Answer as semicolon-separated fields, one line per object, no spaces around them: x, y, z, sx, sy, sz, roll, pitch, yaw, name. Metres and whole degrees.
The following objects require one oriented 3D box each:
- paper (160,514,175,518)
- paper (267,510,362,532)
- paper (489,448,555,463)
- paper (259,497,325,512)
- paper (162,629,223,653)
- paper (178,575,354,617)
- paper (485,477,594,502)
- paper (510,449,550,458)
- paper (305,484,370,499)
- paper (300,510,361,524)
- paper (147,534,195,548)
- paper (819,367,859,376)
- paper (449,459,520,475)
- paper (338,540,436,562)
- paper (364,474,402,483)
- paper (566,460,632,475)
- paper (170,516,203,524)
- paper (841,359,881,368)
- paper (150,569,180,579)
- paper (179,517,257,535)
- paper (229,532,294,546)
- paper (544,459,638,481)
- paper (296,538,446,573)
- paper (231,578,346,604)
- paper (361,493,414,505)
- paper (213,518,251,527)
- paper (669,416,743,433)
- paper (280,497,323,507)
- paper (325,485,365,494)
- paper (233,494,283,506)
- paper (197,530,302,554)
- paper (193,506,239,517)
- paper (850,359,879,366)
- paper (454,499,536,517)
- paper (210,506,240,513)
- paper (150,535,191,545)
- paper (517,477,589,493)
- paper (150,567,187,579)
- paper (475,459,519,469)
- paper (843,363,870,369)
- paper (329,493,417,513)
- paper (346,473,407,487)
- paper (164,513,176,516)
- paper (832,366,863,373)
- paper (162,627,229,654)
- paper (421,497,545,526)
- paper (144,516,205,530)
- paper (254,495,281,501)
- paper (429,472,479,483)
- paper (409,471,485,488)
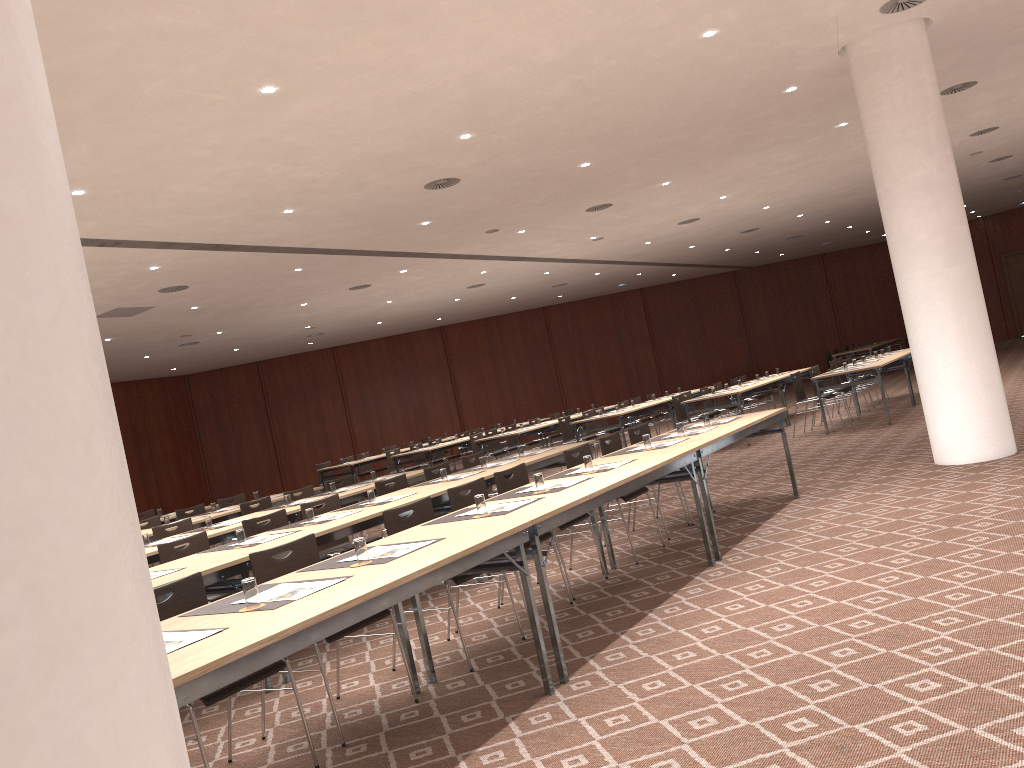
-4.838;1.838;12.368;0.566;0.003;0.460;-13;-1;32;paper
-1.477;1.030;6.689;0.566;0.003;0.460;-12;-1;29;paper
0.097;0.738;9.141;0.566;0.003;0.460;-13;-1;31;paper
-2.249;1.235;9.102;0.566;0.003;0.460;-13;-1;33;paper
-1.261;0.921;3.133;0.398;0.006;0.283;-13;-1;33;paper
-1.020;0.883;3.692;0.566;0.003;0.460;-13;-1;31;paper
0.164;0.664;5.567;0.566;0.003;0.460;-13;-1;34;paper
0.185;0.716;9.144;0.398;0.006;0.283;-13;-1;30;paper
-1.896;1.169;9.652;0.566;0.003;0.460;-13;-1;35;paper
-1.365;1.003;6.686;0.398;0.006;0.283;-13;-1;32;paper
-3.101;1.393;7.785;0.566;0.003;0.460;-13;-1;31;paper
4.774;-0.190;12.849;0.566;0.003;0.460;-13;-1;33;paper
-0.272;0.807;8.592;0.566;0.003;0.460;-13;-1;33;paper
-0.597;0.798;4.234;0.398;0.006;0.283;-13;-1;33;paper
-1.482;1.087;10.211;0.398;0.006;0.283;-13;-1;32;paper
0.601;0.577;6.128;0.398;0.006;0.283;-13;-1;31;paper
-3.789;1.576;10.212;0.398;0.006;0.283;-12;-1;30;paper
5.459;-0.317;13.908;0.566;0.003;0.460;-13;-1;30;paper
-2.221;1.161;5.320;0.398;0.006;0.283;-13;-1;32;paper
-2.748;1.326;8.282;0.566;0.003;0.460;-13;-1;32;paper
-1.729;1.070;6.120;0.398;0.006;0.283;-13;-1;35;paper
0.520;0.598;6.138;0.566;0.003;0.460;-13;-1;35;paper
-0.671;0.818;4.245;0.566;0.003;0.460;-13;-1;32;paper
-0.926;0.859;3.675;0.398;0.006;0.283;-13;-1;33;paper
-1.017;0.938;7.226;0.398;0.006;0.283;-13;-1;33;paper
-2.659;1.304;8.323;0.398;0.006;0.283;-13;-1;35;paper
1.745;0.370;8.012;0.566;0.003;0.460;-13;-1;32;paper
-2.153;1.210;9.118;0.398;0.006;0.283;-13;-1;33;paper
-1.812;1.148;9.662;0.398;0.006;0.283;-13;-1;35;paper
-3.185;1.470;11.296;0.566;0.003;0.460;-13;-1;33;paper
-1.812;1.092;6.135;0.566;0.003;0.460;-13;-1;32;paper
-3.530;1.534;10.736;0.566;0.003;0.460;-13;-1;31;paper
5.534;-0.337;13.942;0.398;0.006;0.283;-13;-1;32;paper
-0.092;0.705;5.053;0.398;0.006;0.283;-13;-1;35;paper
-3.463;1.516;10.750;0.398;0.006;0.283;-13;-1;30;paper
-3.028;1.373;7.768;0.398;0.006;0.283;-13;-1;30;paper
0.257;0.641;5.613;0.398;0.006;0.283;-13;-1;32;paper
-2.322;1.186;5.325;0.566;0.003;0.460;-13;-1;32;paper
-0.160;0.780;8.606;0.398;0.006;0.283;-13;-1;34;paper
5.200;-0.276;13.369;0.398;0.006;0.283;-13;-1;35;paper
-1.118;0.963;7.197;0.566;0.003;0.460;-13;-1;31;paper
-1.559;1.107;10.228;0.566;0.003;0.460;-13;-1;32;paper
-4.742;1.814;12.383;0.398;0.006;0.283;-13;-1;34;paper
4.862;-0.213;12.834;0.398;0.006;0.283;-13;-1;32;paper
-1.366;0.947;3.130;0.566;0.003;0.460;-13;-1;32;paper
-0.160;0.723;5.035;0.566;0.003;0.460;-13;-1;31;paper
-3.873;1.598;10.224;0.566;0.003;0.460;-13;-1;32;paper
-3.100;1.448;11.321;0.398;0.006;0.283;-13;-1;34;paper
-0.518;0.846;8.052;0.398;0.006;0.283;-13;-1;34;paper
-0.584;0.864;8.045;0.566;0.003;0.460;-13;-1;34;paper
